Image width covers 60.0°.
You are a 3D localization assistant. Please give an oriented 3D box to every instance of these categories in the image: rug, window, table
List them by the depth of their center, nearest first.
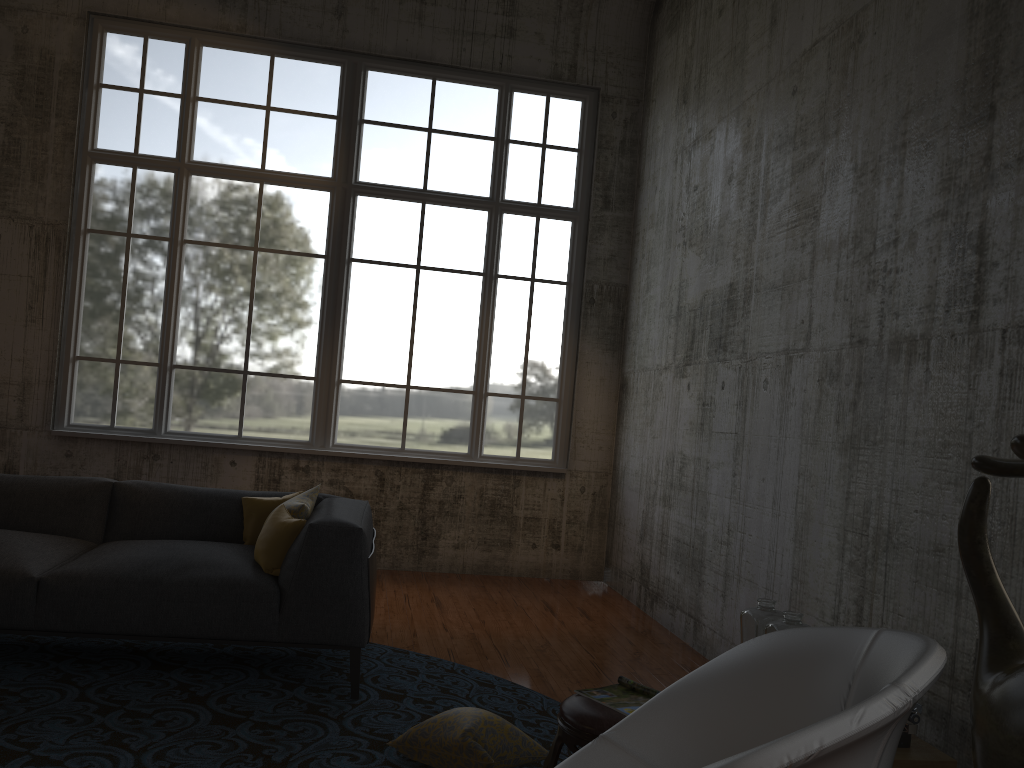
[{"bbox_3d":[-1.697,1.362,2.934,4.840,0.009,4.854,3,-3,37],"label":"rug"},{"bbox_3d":[1.191,1.446,3.399,0.475,0.359,0.875,5,-2,-9],"label":"table"},{"bbox_3d":[-1.469,-1.107,7.519,4.285,3.435,0.050,5,0,-9],"label":"window"}]

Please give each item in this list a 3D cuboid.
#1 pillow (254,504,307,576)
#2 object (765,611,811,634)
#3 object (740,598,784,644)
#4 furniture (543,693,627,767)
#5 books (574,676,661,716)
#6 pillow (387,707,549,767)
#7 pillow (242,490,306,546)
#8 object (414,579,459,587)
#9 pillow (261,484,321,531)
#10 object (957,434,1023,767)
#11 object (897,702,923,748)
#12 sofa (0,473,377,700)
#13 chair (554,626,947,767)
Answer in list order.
[{"bbox_3d":[-1.167,0.766,4.373,0.169,0.318,0.434,5,-1,-35],"label":"pillow"},{"bbox_3d":[1.096,1.084,3.503,0.163,0.361,0.163,5,-1,-7],"label":"object"},{"bbox_3d":[1.058,1.089,3.731,0.163,0.361,0.163,5,-1,-11],"label":"object"},{"bbox_3d":[0.349,1.293,2.926,0.431,0.477,0.432,4,-1,36],"label":"furniture"},{"bbox_3d":[0.392,1.046,2.964,0.229,0.043,0.300,6,-2,-35],"label":"books"},{"bbox_3d":[-0.153,1.420,3.523,0.482,0.247,0.503,6,-2,-43],"label":"pillow"},{"bbox_3d":[-1.345,0.771,4.910,0.405,0.371,0.228,5,-1,0],"label":"pillow"},{"bbox_3d":[-8.626,0.411,1.512,20.840,0.657,8.770,5,-2,-9],"label":"object"},{"bbox_3d":[-1.189,0.758,4.702,0.260,0.446,0.537,5,-1,-2],"label":"pillow"},{"bbox_3d":[1.373,0.743,2.080,0.456,1.296,0.728,5,-1,2],"label":"object"},{"bbox_3d":[1.216,1.186,3.238,0.382,0.153,0.423,5,-2,-9],"label":"object"},{"bbox_3d":[-2.215,0.956,4.600,3.005,0.861,1.362,5,-2,-8],"label":"sofa"},{"bbox_3d":[0.407,0.979,1.825,0.805,1.030,1.059,4,-1,30],"label":"chair"}]
